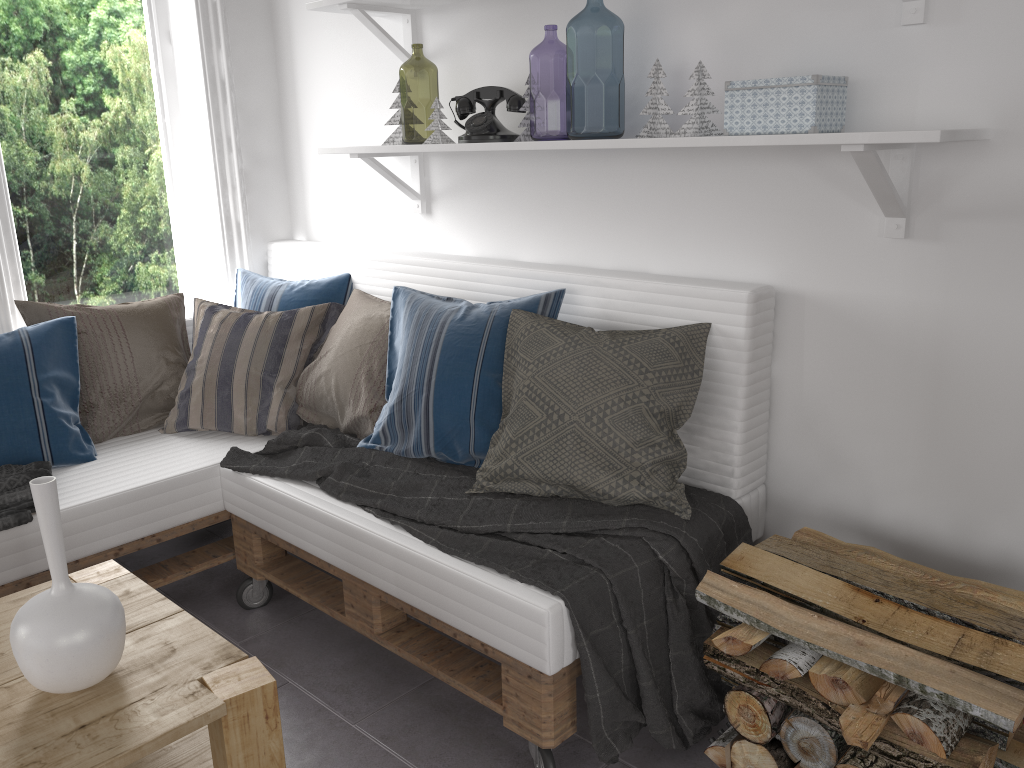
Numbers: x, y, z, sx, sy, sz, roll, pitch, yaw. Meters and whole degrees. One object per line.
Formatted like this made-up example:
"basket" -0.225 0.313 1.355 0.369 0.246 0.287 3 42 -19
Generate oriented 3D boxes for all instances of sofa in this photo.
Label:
"sofa" -1.079 0.351 1.855 2.017 0.932 2.855 13 21 42

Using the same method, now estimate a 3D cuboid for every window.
"window" -1.462 -0.726 3.081 0.052 1.655 0.685 13 21 42

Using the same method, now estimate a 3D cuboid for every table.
"table" -1.059 0.779 1.105 0.607 0.485 1.457 13 21 42

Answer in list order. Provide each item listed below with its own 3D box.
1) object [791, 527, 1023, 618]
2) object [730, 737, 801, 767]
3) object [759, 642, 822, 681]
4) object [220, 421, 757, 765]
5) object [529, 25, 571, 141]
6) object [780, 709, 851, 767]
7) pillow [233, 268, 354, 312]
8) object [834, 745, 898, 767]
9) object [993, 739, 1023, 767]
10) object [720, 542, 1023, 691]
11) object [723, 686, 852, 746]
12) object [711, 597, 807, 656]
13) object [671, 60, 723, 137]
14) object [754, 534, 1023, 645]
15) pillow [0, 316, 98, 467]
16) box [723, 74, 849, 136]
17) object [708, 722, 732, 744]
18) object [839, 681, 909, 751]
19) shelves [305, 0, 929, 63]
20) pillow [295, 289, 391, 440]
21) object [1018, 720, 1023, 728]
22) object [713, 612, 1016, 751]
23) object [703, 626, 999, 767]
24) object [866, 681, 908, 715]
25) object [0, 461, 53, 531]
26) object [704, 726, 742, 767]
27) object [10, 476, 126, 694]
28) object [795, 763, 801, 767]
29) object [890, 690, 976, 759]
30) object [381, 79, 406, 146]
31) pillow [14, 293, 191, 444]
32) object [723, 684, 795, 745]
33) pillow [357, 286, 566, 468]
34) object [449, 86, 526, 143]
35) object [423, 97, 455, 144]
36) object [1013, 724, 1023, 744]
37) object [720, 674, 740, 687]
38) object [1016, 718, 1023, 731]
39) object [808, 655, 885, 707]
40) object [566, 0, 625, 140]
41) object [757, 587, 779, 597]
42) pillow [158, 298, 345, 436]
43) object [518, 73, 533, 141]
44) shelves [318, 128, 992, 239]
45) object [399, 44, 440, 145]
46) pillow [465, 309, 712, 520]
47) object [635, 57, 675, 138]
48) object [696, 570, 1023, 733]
"object" 0.772 0.382 1.740 0.467 0.063 0.095 13 21 42
"object" 0.636 0.675 1.806 0.520 0.142 0.118 -15 20 -41
"object" 0.628 0.444 1.692 0.467 0.060 0.098 -15 21 -41
"object" -0.139 0.422 2.250 1.449 0.508 0.716 8 18 32
"object" 0.098 -0.739 2.184 0.111 0.270 0.111 -10 17 -27
"object" 0.668 0.578 1.709 0.110 0.109 0.463 12 20 40
"pillow" -0.758 -0.160 3.011 0.534 0.437 0.287 3 16 16
"object" 0.743 0.604 1.643 0.102 0.102 0.561 12 21 41
"object" 0.632 0.565 1.607 0.562 0.063 0.095 13 21 43
"object" 0.641 0.417 1.608 0.562 0.074 0.095 13 21 43
"object" 0.597 0.669 1.611 0.468 0.069 0.095 13 21 42
"object" 0.563 0.429 1.744 0.098 0.061 0.467 13 21 43
"object" 0.410 -0.626 1.946 0.093 0.161 0.088 -13 19 -35
"object" 0.720 0.400 1.675 0.541 0.070 0.101 13 21 43
"pillow" -1.442 0.062 2.438 0.523 0.408 0.341 -10 18 -29
"box" 0.558 -0.567 1.816 0.202 0.110 0.137 13 21 42
"object" 0.702 0.739 1.755 0.456 0.118 0.478 13 21 42
"object" 0.711 0.494 1.577 0.059 0.048 0.529 13 21 42
"shelves" 0.146 -0.896 2.111 1.820 0.212 0.269 13 21 42
"pillow" -0.423 -0.044 2.612 0.521 0.381 0.366 11 20 39
"object" 0.690 0.539 1.665 0.467 0.067 0.098 13 21 43
"object" 0.632 0.519 1.635 0.538 0.082 0.099 12 21 42
"object" 0.563 0.553 1.532 0.126 0.104 0.480 -16 21 -42
"object" 0.737 0.473 1.574 0.044 0.034 0.425 12 21 42
"object" -1.884 0.589 1.792 0.685 0.533 1.892 12 21 42
"object" 0.580 0.647 1.878 0.052 0.056 0.561 13 21 42
"object" -0.664 0.294 1.307 0.155 0.325 0.155 2 16 14
"object" 0.662 0.688 1.732 0.057 0.050 0.561 13 21 42
"object" 0.794 0.483 1.534 0.098 0.088 0.466 13 21 43
"object" -0.314 -0.799 2.589 0.107 0.195 0.113 -14 19 -38
"pillow" -1.208 -0.065 2.762 0.545 0.438 0.334 -15 20 -39
"object" 0.602 0.555 1.803 0.103 0.107 0.516 12 21 41
"pillow" -0.137 -0.026 2.316 0.526 0.428 0.311 5 17 22
"object" -0.068 -0.722 2.380 0.171 0.146 0.203 -8 16 -21
"object" -0.204 -0.720 2.421 0.072 0.124 0.068 7 17 28
"object" 0.797 0.609 1.820 0.569 0.078 0.115 13 21 43
"object" 0.649 0.654 1.676 0.539 0.070 0.101 13 21 43
"object" 0.829 0.614 1.567 0.520 0.142 0.118 -15 20 -41
"object" 0.693 0.458 1.631 0.096 0.068 0.467 12 21 42
"object" 0.195 -0.746 2.076 0.137 0.335 0.137 8 18 32
"object" 0.731 0.480 1.682 0.562 0.057 0.097 12 21 42
"pillow" -0.808 -0.044 2.741 0.516 0.392 0.358 2 16 13
"object" 0.051 -0.727 2.324 0.007 0.176 0.127 -14 20 -39
"shelves" 0.158 -0.500 2.220 1.820 0.212 0.269 13 21 42
"object" -0.260 -0.816 2.504 0.111 0.270 0.111 -10 17 -27
"pillow" 0.183 0.063 2.045 0.519 0.395 0.334 4 16 21
"object" 0.335 -0.663 2.054 0.103 0.178 0.097 0 15 7
"object" 0.572 0.441 1.530 0.571 0.079 0.115 13 21 43
